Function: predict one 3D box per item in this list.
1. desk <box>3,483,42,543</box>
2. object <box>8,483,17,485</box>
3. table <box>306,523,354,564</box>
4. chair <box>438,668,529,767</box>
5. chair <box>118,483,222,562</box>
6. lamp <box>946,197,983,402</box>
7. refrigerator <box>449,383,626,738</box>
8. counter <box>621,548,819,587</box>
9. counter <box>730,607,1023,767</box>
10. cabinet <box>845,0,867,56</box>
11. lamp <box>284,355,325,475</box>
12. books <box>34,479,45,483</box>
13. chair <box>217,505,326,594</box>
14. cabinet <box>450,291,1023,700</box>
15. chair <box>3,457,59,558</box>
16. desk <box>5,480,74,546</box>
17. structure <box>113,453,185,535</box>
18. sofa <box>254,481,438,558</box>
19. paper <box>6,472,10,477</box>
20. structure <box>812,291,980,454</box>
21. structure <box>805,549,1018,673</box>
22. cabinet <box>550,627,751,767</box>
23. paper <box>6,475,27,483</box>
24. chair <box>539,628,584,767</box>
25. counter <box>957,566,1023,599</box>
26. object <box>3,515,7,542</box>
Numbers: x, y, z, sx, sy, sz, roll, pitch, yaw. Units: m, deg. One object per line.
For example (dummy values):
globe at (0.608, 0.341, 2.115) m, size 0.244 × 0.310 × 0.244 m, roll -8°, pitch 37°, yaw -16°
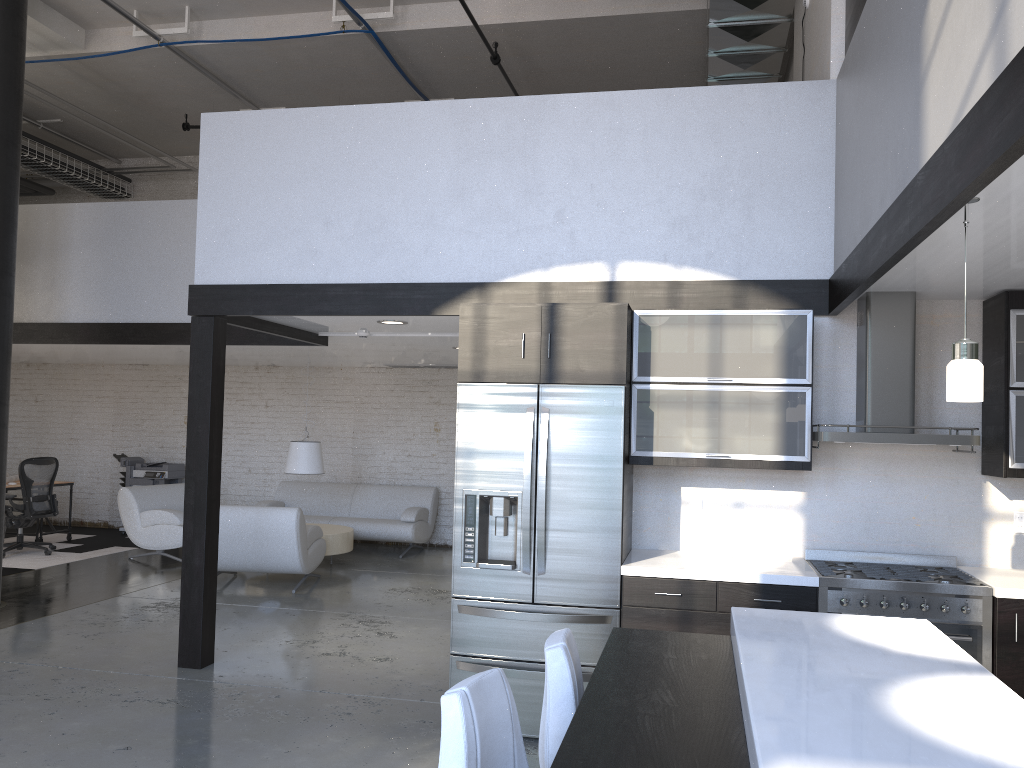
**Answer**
desk at (-5.965, 1.509, 9.859) m, size 0.529 × 0.724 × 1.402 m, roll 1°, pitch -3°, yaw 12°
object at (-5.796, 1.157, 10.284) m, size 0.106 × 0.029 × 0.059 m, roll 1°, pitch -3°, yaw 13°
table at (-2.293, 1.769, 9.618) m, size 1.118 × 0.395 × 1.119 m, roll 2°, pitch -3°, yaw -6°
chair at (0.081, 1.200, 2.052) m, size 0.501 × 0.984 × 0.579 m, roll 1°, pitch -2°, yaw 23°
chair at (-3.697, 1.554, 10.012) m, size 1.025 × 0.784 × 1.007 m, roll 0°, pitch -3°, yaw 23°
lamp at (2.283, -0.246, 2.476) m, size 1.952 × 0.623 × 0.124 m, roll 1°, pitch -2°, yaw 14°
refrigerator at (0.184, 0.905, 4.743) m, size 0.853 × 1.771 × 0.821 m, roll 1°, pitch -2°, yaw 12°
counter at (1.054, 0.936, 4.563) m, size 0.919 × 0.047 × 0.677 m, roll 1°, pitch -3°, yaw 12°
counter at (0.982, 0.749, 1.790) m, size 0.977 × 0.095 × 2.294 m, roll 1°, pitch -3°, yaw 12°
cabinet at (2.167, -1.702, 4.455) m, size 0.837 × 2.232 × 0.684 m, roll 1°, pitch -2°, yaw 12°
lamp at (-2.248, 0.304, 9.707) m, size 0.436 × 1.346 × 0.436 m, roll 1°, pitch -2°, yaw 26°
books at (-5.836, 1.189, 10.868) m, size 0.235 × 0.024 × 0.200 m, roll 4°, pitch -4°, yaw -44°
chair at (-2.374, 1.509, 8.389) m, size 1.007 × 0.784 × 1.026 m, roll 1°, pitch -3°, yaw 3°
cabinet at (1.481, 0.600, 2.665) m, size 4.275 × 2.313 × 4.234 m, roll 1°, pitch -3°, yaw 12°
chair at (-5.467, 1.345, 9.858) m, size 0.792 × 1.085 × 0.771 m, roll 2°, pitch -2°, yaw -4°
desk at (-6.183, 1.555, 10.901) m, size 1.401 × 0.724 × 0.530 m, roll 1°, pitch -2°, yaw 12°
structure at (-4.820, 1.470, 11.781) m, size 1.058 × 1.057 × 0.503 m, roll 1°, pitch -2°, yaw 12°
sofa at (-2.076, 1.648, 10.957) m, size 2.136 × 0.776 × 1.016 m, roll 1°, pitch -3°, yaw 12°
paper at (-6.215, 1.143, 10.766) m, size 0.083 × 0.082 × 1.134 m, roll 3°, pitch -3°, yaw -23°
structure at (1.914, -0.127, 4.491) m, size 0.727 × 0.930 × 0.489 m, roll 1°, pitch -2°, yaw 12°
structure at (1.894, 1.316, 4.309) m, size 0.844 × 0.902 × 0.621 m, roll 1°, pitch -2°, yaw 12°
cabinet at (0.726, 1.229, 1.578) m, size 1.370 × 0.910 × 2.693 m, roll 1°, pitch -3°, yaw 12°
paper at (-6.052, 1.146, 10.731) m, size 0.083 × 0.082 × 1.134 m, roll 2°, pitch -3°, yaw -13°
chair at (0.327, 1.232, 2.563) m, size 0.501 × 0.984 × 0.579 m, roll 1°, pitch -2°, yaw 8°
counter at (2.707, 0.872, 2.390) m, size 1.709 × 0.045 × 4.241 m, roll 1°, pitch -3°, yaw 12°
object at (-6.069, 1.677, 10.347) m, size 0.353 × 0.435 × 0.359 m, roll 1°, pitch -2°, yaw 8°
